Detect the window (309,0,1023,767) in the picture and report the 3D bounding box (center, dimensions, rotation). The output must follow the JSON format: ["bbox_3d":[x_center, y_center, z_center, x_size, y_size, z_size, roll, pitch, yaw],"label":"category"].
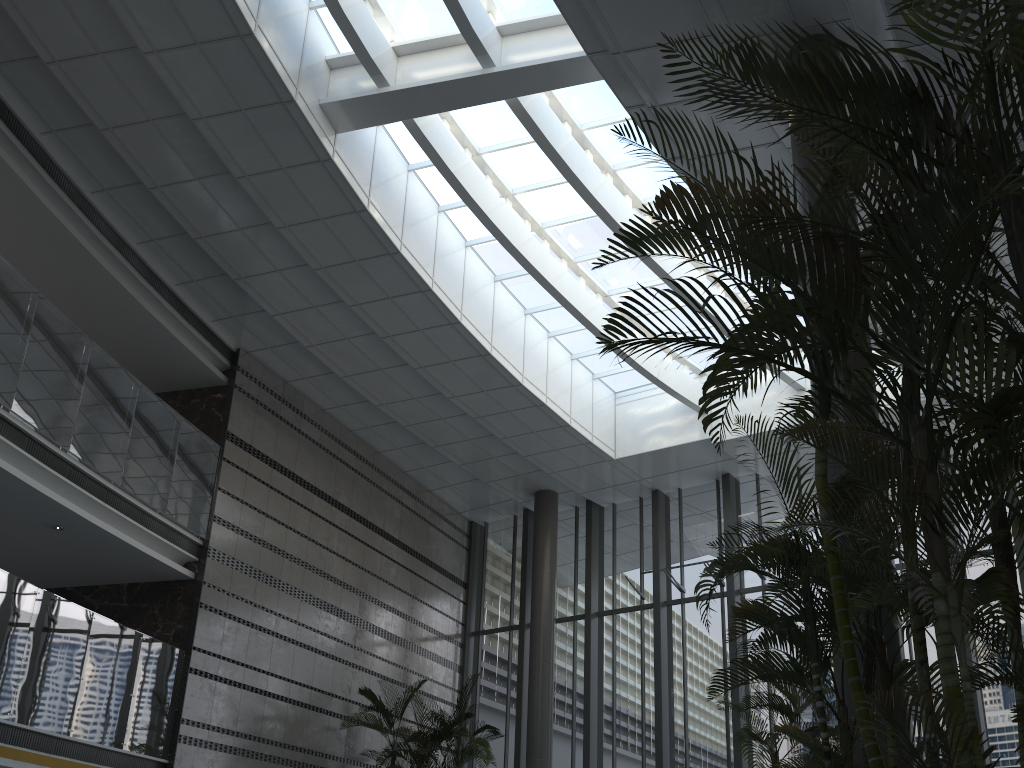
[{"bbox_3d":[-0.568,1.154,8.668,13.953,9.104,20.129,-22,-37,37],"label":"window"}]

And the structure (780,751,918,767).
[{"bbox_3d":[3.904,5.723,9.929,3.867,2.679,3.434,-22,-35,37],"label":"structure"}]

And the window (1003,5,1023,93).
[{"bbox_3d":[6.234,0.717,5.934,4.233,7.248,16.954,-10,-31,27],"label":"window"}]

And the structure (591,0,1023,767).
[{"bbox_3d":[1.436,0.499,2.904,2.421,4.218,2.810,-2,-24,11],"label":"structure"}]

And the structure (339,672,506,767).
[{"bbox_3d":[-1.406,6.608,13.023,2.554,4.219,2.665,-14,-28,33],"label":"structure"}]

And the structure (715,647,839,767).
[{"bbox_3d":[2.435,3.758,7.180,1.401,3.134,1.352,-4,-22,15],"label":"structure"}]

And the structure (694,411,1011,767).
[{"bbox_3d":[1.826,1.936,4.445,1.637,3.377,2.270,-3,-24,14],"label":"structure"}]
